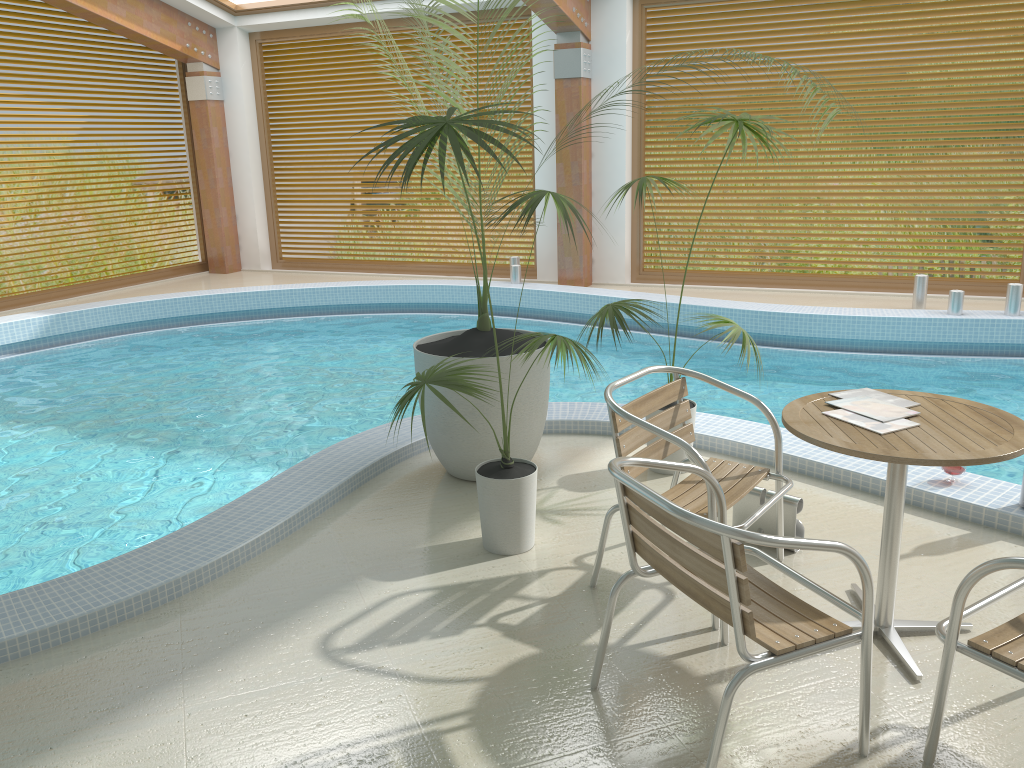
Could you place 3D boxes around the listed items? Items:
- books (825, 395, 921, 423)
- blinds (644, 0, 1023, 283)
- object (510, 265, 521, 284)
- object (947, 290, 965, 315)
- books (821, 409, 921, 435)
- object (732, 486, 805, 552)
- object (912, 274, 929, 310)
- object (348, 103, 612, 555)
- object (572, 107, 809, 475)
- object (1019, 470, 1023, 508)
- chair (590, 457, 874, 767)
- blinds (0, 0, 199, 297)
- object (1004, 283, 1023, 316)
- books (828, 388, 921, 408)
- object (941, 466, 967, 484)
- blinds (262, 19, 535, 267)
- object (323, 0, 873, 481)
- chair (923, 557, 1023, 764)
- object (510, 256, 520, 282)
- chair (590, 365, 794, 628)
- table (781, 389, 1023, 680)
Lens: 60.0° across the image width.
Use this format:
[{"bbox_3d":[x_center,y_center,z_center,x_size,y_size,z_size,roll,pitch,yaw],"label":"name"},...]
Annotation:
[{"bbox_3d":[1.136,0.076,2.793,0.166,0.004,0.241,-8,17,-23],"label":"books"},{"bbox_3d":[3.207,-2.474,9.071,4.200,2.921,0.095,5,17,24],"label":"blinds"},{"bbox_3d":[0.043,-1.202,9.680,0.115,0.204,0.115,-9,17,-24],"label":"object"},{"bbox_3d":[3.692,-0.678,7.376,0.115,0.194,0.115,-9,17,-24],"label":"object"},{"bbox_3d":[1.093,0.107,2.701,0.166,0.004,0.241,-8,17,-23],"label":"books"},{"bbox_3d":[1.017,0.520,3.517,0.272,0.223,0.081,13,21,43],"label":"object"},{"bbox_3d":[3.656,-0.814,7.945,0.115,0.320,0.115,-6,16,-16],"label":"object"},{"bbox_3d":[-0.045,-0.147,3.280,1.059,1.695,0.791,-10,17,-29],"label":"object"},{"bbox_3d":[0.816,-0.425,4.208,1.059,1.695,0.791,1,16,11],"label":"object"},{"bbox_3d":[2.107,0.288,3.537,0.109,0.435,0.109,-11,18,-29],"label":"object"},{"bbox_3d":[0.586,0.570,2.396,0.563,0.727,0.618,-8,16,-22],"label":"chair"},{"bbox_3d":[-5.311,-3.024,9.884,0.099,4.025,4.500,5,17,24],"label":"blinds"},{"bbox_3d":[4.113,-0.692,7.269,0.115,0.254,0.115,-9,17,-24],"label":"object"},{"bbox_3d":[1.184,0.051,2.896,0.166,0.004,0.241,-8,17,-23],"label":"books"},{"bbox_3d":[1.928,0.359,3.870,0.102,0.137,0.102,8,18,32],"label":"object"},{"bbox_3d":[-1.386,-2.887,11.087,4.200,2.921,0.095,5,17,24],"label":"blinds"},{"bbox_3d":[0.015,-1.003,3.992,2.729,2.960,2.979,12,20,40],"label":"object"},{"bbox_3d":[1.426,0.610,2.155,0.618,0.727,0.563,-11,18,-32],"label":"chair"},{"bbox_3d":[0.034,-1.281,10.054,0.115,0.320,0.115,-6,16,-16],"label":"object"},{"bbox_3d":[0.660,0.352,3.188,0.563,0.727,0.618,9,19,35],"label":"chair"},{"bbox_3d":[1.194,0.456,2.785,0.700,0.720,0.700,12,21,42],"label":"table"}]
